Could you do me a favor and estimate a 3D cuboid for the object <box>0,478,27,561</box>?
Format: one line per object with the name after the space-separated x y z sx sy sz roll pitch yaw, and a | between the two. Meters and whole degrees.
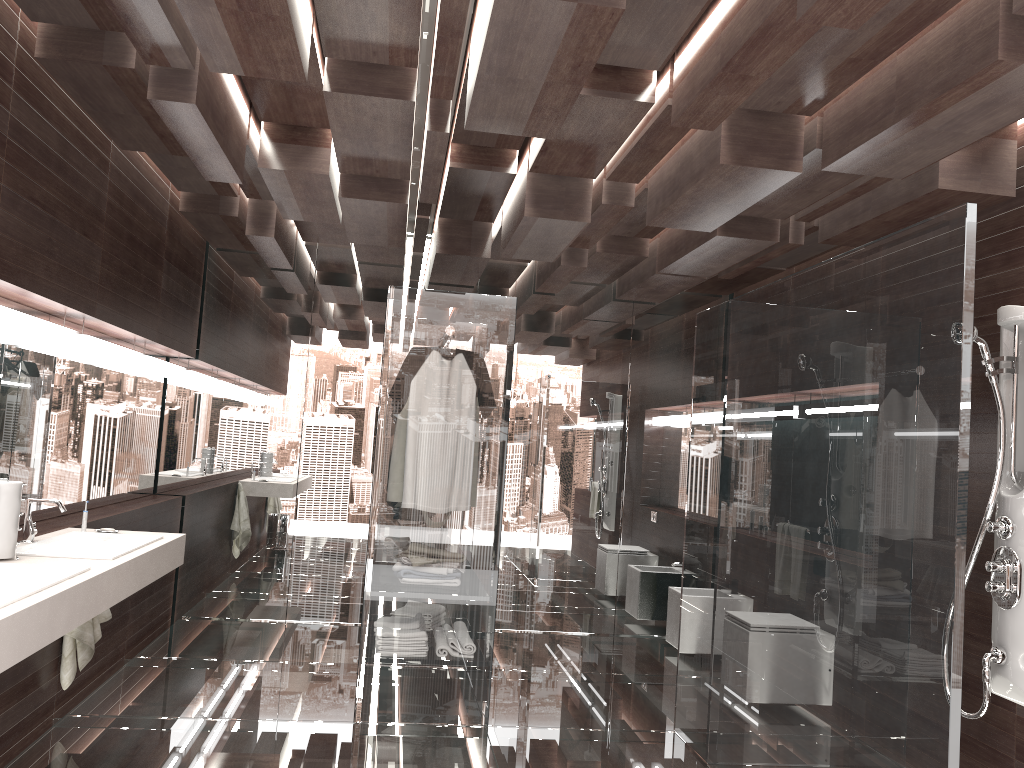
-1.676 0.437 2.885 0.136 0.261 0.145 1 -5 36 | object

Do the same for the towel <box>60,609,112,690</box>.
-1.857 0.980 3.875 0.156 0.678 0.368 4 -4 -8 | towel

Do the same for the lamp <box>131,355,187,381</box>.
-2.145 -0.095 5.428 0.082 0.082 0.950 4 -4 -7 | lamp

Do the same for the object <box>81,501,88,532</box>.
-1.774 0.552 3.685 0.022 0.132 0.022 2 -5 30 | object

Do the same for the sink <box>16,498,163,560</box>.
-1.612 0.538 3.330 0.427 0.193 0.681 4 -4 -7 | sink

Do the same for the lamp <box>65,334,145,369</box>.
-2.011 -0.156 4.430 0.082 0.082 0.950 4 -4 -7 | lamp

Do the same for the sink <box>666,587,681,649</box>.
1.300 1.502 5.818 0.469 0.456 0.357 4 -4 -7 | sink

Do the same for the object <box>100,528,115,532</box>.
-1.696 0.613 3.721 0.066 0.016 0.035 3 -4 12 | object

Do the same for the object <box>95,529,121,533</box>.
-1.697 0.620 3.721 0.108 0.011 0.065 3 -4 14 | object

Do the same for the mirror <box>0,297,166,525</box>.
0.030 0.275 3.632 4.126 0.916 5.081 4 -4 -7 | mirror

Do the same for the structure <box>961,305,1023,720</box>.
1.823 0.486 3.354 0.354 1.560 0.323 3 -4 13 | structure

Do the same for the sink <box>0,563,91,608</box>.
-1.492 0.483 2.442 0.427 0.193 0.681 4 -4 -7 | sink

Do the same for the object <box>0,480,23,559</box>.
-1.670 0.439 2.880 0.124 0.246 0.128 6 -4 -26 | object

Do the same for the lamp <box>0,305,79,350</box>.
-1.873 -0.220 3.403 0.082 0.082 0.950 4 -4 -7 | lamp

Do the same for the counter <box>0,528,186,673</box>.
-1.541 0.643 2.879 0.488 0.131 1.954 4 -4 -7 | counter
